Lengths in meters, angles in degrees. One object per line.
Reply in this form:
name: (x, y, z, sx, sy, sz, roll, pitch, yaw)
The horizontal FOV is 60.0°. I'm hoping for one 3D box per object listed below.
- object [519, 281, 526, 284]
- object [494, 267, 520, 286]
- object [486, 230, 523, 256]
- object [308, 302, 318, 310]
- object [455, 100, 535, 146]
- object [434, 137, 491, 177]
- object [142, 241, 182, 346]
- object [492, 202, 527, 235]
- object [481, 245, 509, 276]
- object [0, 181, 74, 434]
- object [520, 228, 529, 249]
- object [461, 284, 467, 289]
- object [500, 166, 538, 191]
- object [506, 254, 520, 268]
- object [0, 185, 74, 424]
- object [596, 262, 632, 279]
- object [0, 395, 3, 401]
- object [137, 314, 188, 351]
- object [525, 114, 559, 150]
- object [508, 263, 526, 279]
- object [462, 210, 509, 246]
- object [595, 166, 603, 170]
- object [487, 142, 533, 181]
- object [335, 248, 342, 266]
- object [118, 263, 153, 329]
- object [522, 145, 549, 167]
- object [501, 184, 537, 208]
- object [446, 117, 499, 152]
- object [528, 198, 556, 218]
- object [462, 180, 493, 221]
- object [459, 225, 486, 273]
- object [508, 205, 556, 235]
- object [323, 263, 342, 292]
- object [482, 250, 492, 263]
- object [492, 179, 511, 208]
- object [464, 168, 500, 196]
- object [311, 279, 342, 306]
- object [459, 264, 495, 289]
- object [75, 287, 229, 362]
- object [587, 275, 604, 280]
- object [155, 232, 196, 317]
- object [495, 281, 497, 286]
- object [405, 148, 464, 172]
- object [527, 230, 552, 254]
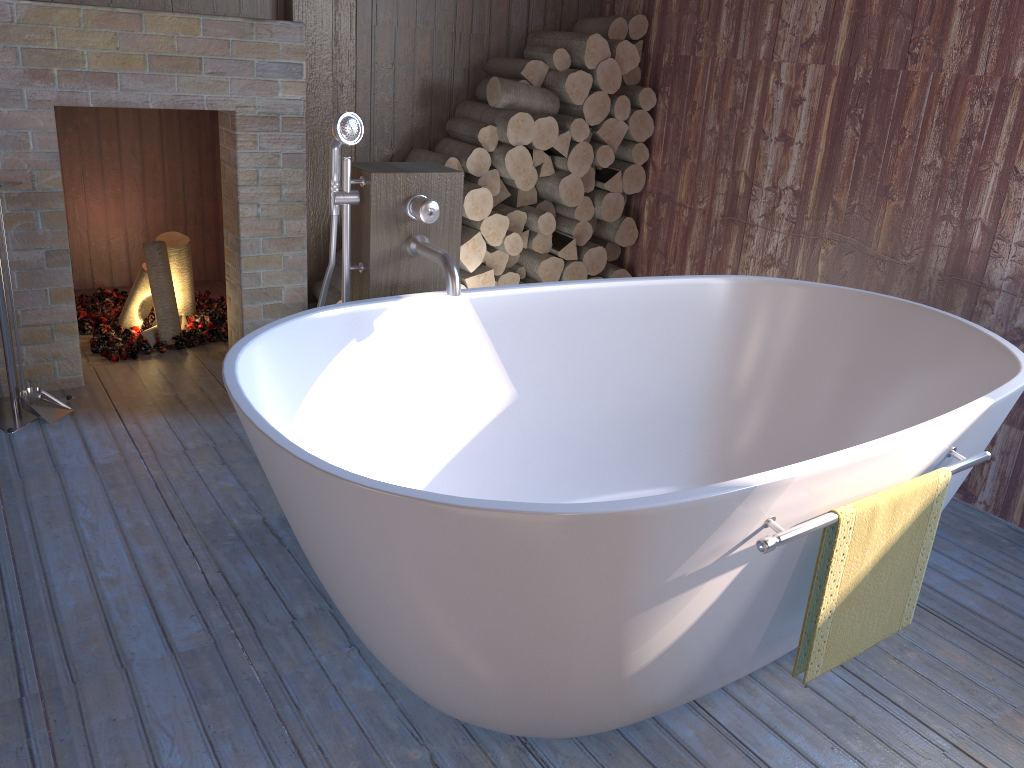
object: (-0.019, -0.446, 4.027, 0.102, 0.109, 0.438, -9, 24, -31)
object: (-0.093, -0.486, 3.969, 0.114, 0.120, 0.303, -9, 24, -31)
object: (-0.115, -0.656, 3.871, 0.098, 0.100, 0.437, -10, 25, -33)
object: (-0.786, -0.261, 3.667, 0.099, 0.093, 0.280, -9, 24, -31)
object: (-0.077, -1.097, 3.718, 0.135, 0.145, 0.439, -9, 24, -31)
object: (-0.208, -0.944, 3.679, 0.115, 0.123, 0.291, -9, 24, -31)
object: (-1.463, -0.375, 3.718, 0.098, 0.434, 0.283, -10, 25, -33)
object: (-0.063, -0.736, 3.882, 0.114, 0.120, 0.303, -9, 24, -31)
object: (-0.142, -0.571, 3.906, 0.114, 0.120, 0.303, -9, 24, -31)
object: (-1.683, -0.321, 2.858, 0.276, 0.888, 0.333, 7, 21, 8)
object: (-0.041, -0.669, 3.925, 0.086, 0.089, 0.279, -10, 25, -33)
object: (-0.360, -0.418, 3.808, 0.137, 0.133, 0.437, -10, 25, -33)
object: (-0.015, -0.917, 3.827, 0.115, 0.123, 0.291, -9, 24, -31)
object: (-0.090, -0.620, 4.034, 0.121, 0.124, 0.291, -9, 24, -31)
object: (-1.585, -0.308, 2.849, 0.206, 0.871, 0.126, 7, 21, 8)
object: (0.392, -0.544, 4.281, 0.147, 0.152, 0.439, -9, 24, -31)
object: (-1.714, -0.304, 2.778, 0.062, 0.846, 0.136, 19, 25, 35)
object: (-1.485, -0.224, 3.779, 0.085, 0.084, 0.278, 9, 21, 12)
object: (0.019, -1.099, 3.783, 0.138, 0.147, 0.440, -9, 24, -31)
object: (-0.004, -0.519, 3.992, 0.057, 0.061, 0.156, -9, 25, -32)
object: (-0.191, -0.713, 3.819, 0.139, 0.148, 0.458, -9, 24, -31)
object: (0.351, -1.019, 4.028, 0.067, 0.069, 0.177, -9, 24, -31)
object: (-0.094, -0.965, 3.755, 0.141, 0.143, 0.437, -10, 25, -33)
object: (-0.602, -0.462, 3.619, 0.117, 0.120, 0.370, -10, 25, -33)
object: (-1.601, -0.371, 3.837, 0.221, 0.306, 0.121, 2, 21, -6)
object: (0.050, -1.000, 3.840, 0.088, 0.092, 0.280, -9, 24, -31)
object: (-0.016, -0.876, 3.977, 0.104, 0.127, 0.321, -9, 24, -31)
object: (-0.164, -1.041, 3.687, 0.106, 0.112, 0.282, -9, 24, -31)
object: (0.068, -0.809, 4.063, 0.116, 0.118, 0.289, -10, 25, -33)
object: (-0.249, -0.798, 3.723, 0.138, 0.147, 0.440, -9, 24, -31)
object: (-0.304, -0.612, 3.796, 0.155, 0.174, 0.483, -10, 25, -33)
object: (0.026, -0.752, 3.931, 0.098, 0.100, 0.437, -10, 25, -33)
object: (-0.692, -0.438, 3.649, 0.085, 0.091, 0.280, -9, 25, -32)
object: (-0.192, -0.587, 3.848, 0.088, 0.092, 0.280, -9, 24, -31)
object: (-0.139, -0.869, 3.892, 0.128, 0.150, 0.323, -9, 24, -31)
object: (-0.174, -0.874, 3.754, 0.111, 0.113, 0.301, -9, 25, -32)
object: (-0.735, -0.347, 3.665, 0.114, 0.120, 0.303, -9, 24, -31)
object: (-0.268, -0.479, 3.877, 0.151, 0.150, 0.483, -10, 25, -33)
object: (-1.638, -0.317, 4.033, 0.935, 0.085, 0.829, 20, 26, 36)
object: (0.242, -0.492, 4.232, 0.169, 0.152, 0.481, -9, 25, -32)
object: (-1.494, -0.452, 3.957, 0.140, 0.459, 0.266, -2, 21, -15)
object: (-0.177, -0.441, 3.939, 0.111, 0.118, 0.302, -9, 25, -32)
object: (-0.324, -0.904, 3.678, 0.114, 0.113, 0.301, -10, 25, -33)
object: (0.050, -0.669, 3.989, 0.111, 0.113, 0.301, -10, 25, -33)
